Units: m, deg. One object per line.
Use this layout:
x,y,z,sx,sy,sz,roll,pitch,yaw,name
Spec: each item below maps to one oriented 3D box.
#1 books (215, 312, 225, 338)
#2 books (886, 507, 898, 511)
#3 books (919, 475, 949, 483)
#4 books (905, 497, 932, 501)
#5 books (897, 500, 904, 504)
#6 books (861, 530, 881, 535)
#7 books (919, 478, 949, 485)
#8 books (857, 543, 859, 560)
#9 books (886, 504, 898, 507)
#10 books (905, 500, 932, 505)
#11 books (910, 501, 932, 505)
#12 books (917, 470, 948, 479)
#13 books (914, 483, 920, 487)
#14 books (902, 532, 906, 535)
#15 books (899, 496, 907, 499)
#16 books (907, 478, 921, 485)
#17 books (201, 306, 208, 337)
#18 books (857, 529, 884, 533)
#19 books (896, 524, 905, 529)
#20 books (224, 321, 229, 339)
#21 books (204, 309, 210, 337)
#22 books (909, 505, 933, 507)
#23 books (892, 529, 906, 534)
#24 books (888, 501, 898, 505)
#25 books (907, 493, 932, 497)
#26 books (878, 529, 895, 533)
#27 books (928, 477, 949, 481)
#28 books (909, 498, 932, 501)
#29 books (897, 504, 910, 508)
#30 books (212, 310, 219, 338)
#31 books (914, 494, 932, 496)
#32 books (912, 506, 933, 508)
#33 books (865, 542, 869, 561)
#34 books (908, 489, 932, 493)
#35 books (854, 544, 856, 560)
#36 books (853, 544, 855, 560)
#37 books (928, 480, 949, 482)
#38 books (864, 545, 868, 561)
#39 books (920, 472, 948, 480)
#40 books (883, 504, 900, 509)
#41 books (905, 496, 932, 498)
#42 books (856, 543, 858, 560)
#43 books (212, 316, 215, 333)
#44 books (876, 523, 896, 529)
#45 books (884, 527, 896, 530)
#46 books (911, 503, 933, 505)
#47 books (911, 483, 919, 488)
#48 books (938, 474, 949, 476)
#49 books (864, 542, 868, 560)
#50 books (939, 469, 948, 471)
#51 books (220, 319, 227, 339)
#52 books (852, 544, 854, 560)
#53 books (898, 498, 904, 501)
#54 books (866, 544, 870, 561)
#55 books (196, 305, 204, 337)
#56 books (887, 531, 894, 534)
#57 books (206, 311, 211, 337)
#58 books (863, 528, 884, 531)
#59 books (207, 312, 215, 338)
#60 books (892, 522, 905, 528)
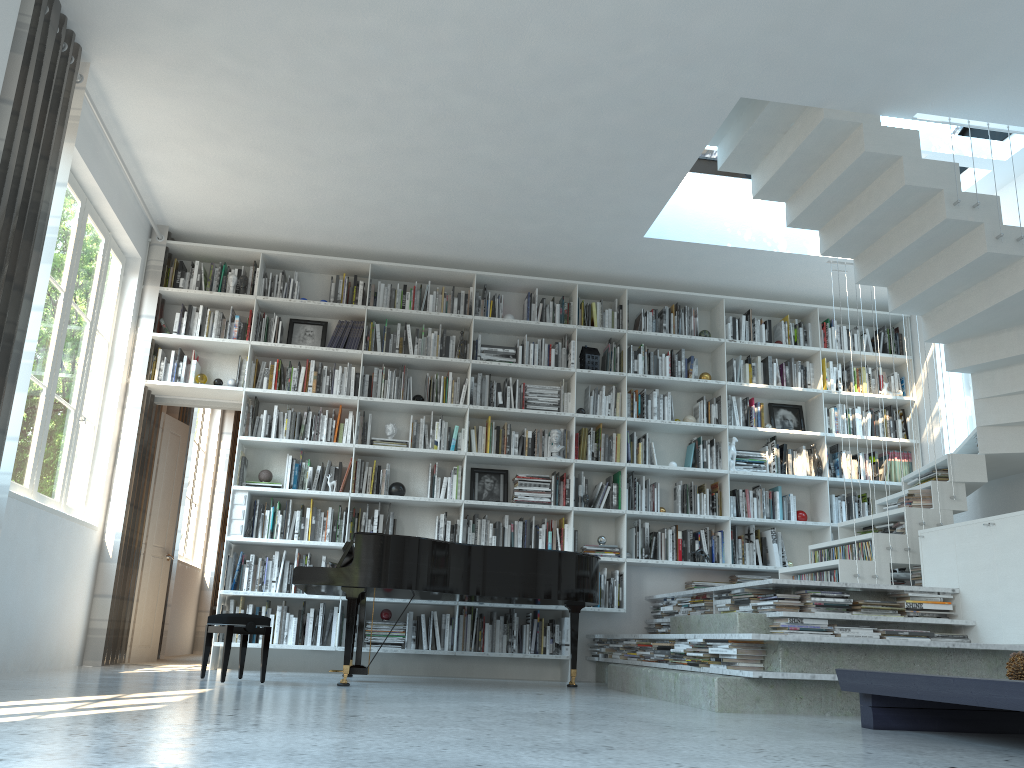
-2.264,-0.413,6.882,0.030,0.250,0.166,5,-16,-8,books
2.795,0.892,6.305,0.149,0.016,0.240,5,-16,-10,books
2.927,0.653,6.066,0.176,0.007,0.255,2,-16,0,books
2.718,0.752,5.779,0.295,0.007,0.146,-4,-17,21,books
2.757,0.799,6.038,0.218,0.012,0.156,0,-16,8,books
2.588,1.051,6.246,0.160,0.009,0.208,6,-17,-12,books
2.925,0.674,6.060,0.187,0.009,0.262,2,-16,2,books
2.266,1.082,5.658,0.125,0.125,0.008,5,-16,-8,books
2.790,0.866,6.311,0.157,0.014,0.181,6,-17,-12,books
2.718,0.770,5.775,0.295,0.006,0.147,-5,-18,25,books
2.717,0.779,5.772,0.214,0.014,0.138,-3,-17,18,books
2.923,0.624,6.074,0.191,0.013,0.244,2,-16,2,books
2.977,0.732,6.350,0.162,0.008,0.290,-1,-16,10,books
2.585,0.982,5.734,0.136,0.017,0.289,-2,-17,14,books
2.757,0.774,6.052,0.155,0.009,0.155,5,-16,-8,books
2.972,0.699,6.359,0.190,0.015,0.231,1,-16,5,books
-2.379,-0.439,6.882,0.037,0.291,0.156,5,-16,-8,books
2.571,1.042,6.245,0.198,0.006,0.189,6,-17,-12,books
2.590,0.935,5.746,0.141,0.028,0.223,-1,-16,10,books
-2.212,-0.375,6.909,0.029,0.197,0.144,5,-16,-8,books
-2.353,-0.428,6.874,0.013,0.268,0.162,5,-16,-8,books
2.727,0.808,5.790,0.254,0.007,0.189,-3,-17,18,books
2.566,0.965,5.742,0.172,0.019,0.240,-2,-17,16,books
2.794,0.853,6.315,0.157,0.014,0.181,5,-16,-10,books
2.721,0.725,5.789,0.254,0.005,0.161,-5,-18,23,books
2.611,1.007,6.026,0.189,0.012,0.156,4,-16,-5,books
2.937,0.663,6.063,0.154,0.014,0.197,1,-16,4,books
2.724,0.765,5.791,0.232,0.011,0.172,-6,-18,27,books
2.757,0.830,6.016,0.178,0.035,0.222,3,-16,-4,books
-2.291,-0.420,6.880,0.025,0.260,0.167,5,-16,-8,books
2.726,0.739,5.800,0.184,0.016,0.179,-4,-17,19,books
2.723,0.814,5.778,0.215,0.013,0.190,-5,-18,23,books
2.282,1.056,5.558,0.125,0.122,0.037,5,-16,-8,books
2.724,0.713,5.801,0.234,0.025,0.158,-7,-18,28,books
2.260,1.093,5.696,0.125,0.125,0.010,5,-16,-8,books
2.258,1.095,5.705,0.125,0.125,0.008,5,-16,-8,books
2.917,0.684,6.057,0.191,0.014,0.244,1,-16,4,books
2.280,1.060,5.574,0.125,0.123,0.034,5,-16,-8,books
2.931,0.634,6.071,0.174,0.009,0.240,2,-16,1,books
2.780,0.877,6.306,0.173,0.011,0.204,6,-17,-13,books
2.719,0.745,5.781,0.295,0.007,0.146,-5,-18,25,books
2.264,1.086,5.672,0.125,0.125,0.007,5,-16,-8,books
-2.314,-0.399,6.903,0.011,0.230,0.135,5,-16,-8,books
2.614,0.970,6.037,0.177,0.014,0.194,6,-17,-13,books
2.637,0.987,6.036,0.133,0.017,0.179,4,-16,-4,books
2.722,0.796,5.781,0.222,0.011,0.180,-4,-18,22,books
2.976,0.726,6.351,0.168,0.005,0.293,0,-16,9,books
2.941,0.644,6.068,0.144,0.011,0.257,3,-16,-1,books
2.281,1.058,5.566,0.125,0.123,0.035,5,-16,-8,books
2.952,0.615,6.076,0.134,0.007,0.299,2,-16,1,books
-2.238,-0.387,6.899,0.028,0.211,0.139,5,-16,-8,books
2.256,1.099,5.719,0.125,0.125,0.007,5,-16,-8,books
2.757,0.785,6.043,0.166,0.017,0.191,4,-16,-6,books
2.284,1.053,5.551,0.125,0.123,0.034,5,-16,-8,books
-2.405,-0.444,6.858,0.021,0.285,0.179,5,-16,-8,books
2.624,1.021,6.025,0.149,0.013,0.220,3,-16,-3,books
-2.342,-0.418,6.873,0.012,0.248,0.192,5,-16,-8,books
2.591,1.035,6.251,0.161,0.012,0.195,5,-17,-11,books
-2.325,-0.414,6.875,0.021,0.243,0.174,5,-16,-8,books
2.579,0.915,5.754,0.168,0.014,0.213,-1,-17,11,books
